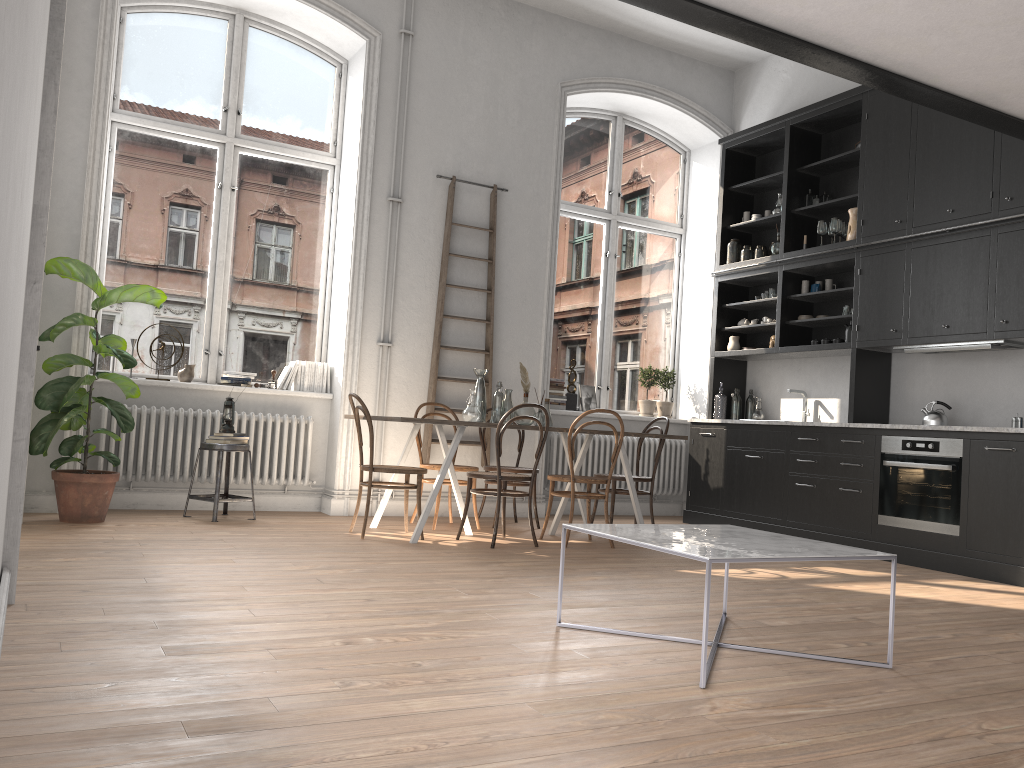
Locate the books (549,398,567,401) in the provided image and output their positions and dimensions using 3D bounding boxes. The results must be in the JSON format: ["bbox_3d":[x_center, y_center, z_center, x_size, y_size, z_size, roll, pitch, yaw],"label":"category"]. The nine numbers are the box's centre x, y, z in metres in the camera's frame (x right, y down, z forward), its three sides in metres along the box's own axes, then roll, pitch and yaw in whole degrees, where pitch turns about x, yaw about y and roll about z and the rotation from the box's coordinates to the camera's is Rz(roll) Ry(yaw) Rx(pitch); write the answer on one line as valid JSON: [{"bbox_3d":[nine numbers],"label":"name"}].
[{"bbox_3d":[0.347,0.138,8.172,0.255,0.014,0.192,5,-3,-25],"label":"books"}]

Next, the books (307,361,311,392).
[{"bbox_3d":[-1.652,-0.058,7.106,0.019,0.243,0.174,5,-3,-28],"label":"books"}]

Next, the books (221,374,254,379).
[{"bbox_3d":[-2.112,-0.056,6.827,0.205,0.020,0.155,6,-4,-38],"label":"books"}]

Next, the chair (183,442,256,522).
[{"bbox_3d":[-2.028,0.678,6.218,0.360,0.522,0.364,2,-3,35],"label":"chair"}]

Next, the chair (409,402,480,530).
[{"bbox_3d":[-0.491,0.598,6.616,0.438,0.920,0.549,5,-3,-30],"label":"chair"}]

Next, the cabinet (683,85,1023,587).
[{"bbox_3d":[2.690,-0.525,6.853,0.635,3.582,3.251,5,-3,-28],"label":"cabinet"}]

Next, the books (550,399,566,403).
[{"bbox_3d":[0.344,0.156,8.153,0.249,0.023,0.175,5,-3,-28],"label":"books"}]

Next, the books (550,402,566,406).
[{"bbox_3d":[0.342,0.179,8.152,0.250,0.023,0.175,5,-3,-33],"label":"books"}]

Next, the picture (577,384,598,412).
[{"bbox_3d":[0.697,0.144,8.410,0.222,0.264,0.149,6,-4,-45],"label":"picture"}]

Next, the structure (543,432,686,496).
[{"bbox_3d":[0.965,0.755,8.318,1.578,0.552,0.194,5,-3,-28],"label":"structure"}]

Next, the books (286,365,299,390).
[{"bbox_3d":[-1.757,-0.048,7.050,0.072,0.203,0.155,5,-3,-28],"label":"books"}]

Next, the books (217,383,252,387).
[{"bbox_3d":[-2.134,0.009,6.834,0.221,0.023,0.147,2,-3,21],"label":"books"}]

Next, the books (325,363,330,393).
[{"bbox_3d":[-1.508,-0.045,7.183,0.040,0.244,0.174,5,-3,-28],"label":"books"}]

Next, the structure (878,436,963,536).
[{"bbox_3d":[2.979,0.692,6.102,0.618,0.623,0.622,5,-3,-28],"label":"structure"}]

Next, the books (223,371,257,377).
[{"bbox_3d":[-2.103,-0.079,6.855,0.244,0.019,0.174,5,-3,-18],"label":"books"}]

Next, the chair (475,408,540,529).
[{"bbox_3d":[-0.025,0.645,6.957,0.438,0.920,0.549,5,-3,-21],"label":"chair"}]

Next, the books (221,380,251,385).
[{"bbox_3d":[-2.125,-0.013,6.835,0.205,0.022,0.155,4,-3,-8],"label":"books"}]

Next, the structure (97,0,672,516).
[{"bbox_3d":[-0.509,-1.142,7.457,5.183,4.472,0.340,5,-3,-28],"label":"structure"}]

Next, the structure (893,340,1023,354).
[{"bbox_3d":[3.158,-0.272,6.215,0.379,0.123,0.844,5,-3,-28],"label":"structure"}]

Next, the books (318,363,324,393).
[{"bbox_3d":[-1.568,-0.049,7.176,0.024,0.243,0.175,5,-3,-28],"label":"books"}]

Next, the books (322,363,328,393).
[{"bbox_3d":[-1.536,-0.047,7.170,0.024,0.243,0.175,5,-3,-28],"label":"books"}]

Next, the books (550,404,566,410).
[{"bbox_3d":[0.338,0.212,8.151,0.248,0.043,0.192,5,-3,-28],"label":"books"}]

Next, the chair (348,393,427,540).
[{"bbox_3d":[-0.828,0.536,5.833,0.549,0.920,0.438,5,-3,-20],"label":"chair"}]

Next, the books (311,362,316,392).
[{"bbox_3d":[-1.626,-0.054,7.145,0.024,0.243,0.175,5,-3,-28],"label":"books"}]

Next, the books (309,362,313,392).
[{"bbox_3d":[-1.643,-0.056,7.130,0.019,0.243,0.174,5,-3,-28],"label":"books"}]

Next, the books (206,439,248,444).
[{"bbox_3d":[-2.011,0.406,6.267,0.194,0.034,0.246,3,-3,12],"label":"books"}]

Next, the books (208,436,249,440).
[{"bbox_3d":[-2.001,0.381,6.276,0.162,0.029,0.232,2,-3,33],"label":"books"}]

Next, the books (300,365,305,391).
[{"bbox_3d":[-1.693,-0.043,7.085,0.020,0.205,0.155,5,-3,-28],"label":"books"}]

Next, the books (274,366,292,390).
[{"bbox_3d":[-1.815,-0.050,7.023,0.105,0.194,0.155,5,-3,-29],"label":"books"}]

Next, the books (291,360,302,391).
[{"bbox_3d":[-1.724,-0.063,7.092,0.024,0.243,0.175,5,-3,-28],"label":"books"}]

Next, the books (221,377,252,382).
[{"bbox_3d":[-2.121,-0.035,6.836,0.221,0.023,0.147,4,-3,-12],"label":"books"}]

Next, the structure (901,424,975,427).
[{"bbox_3d":[3.010,0.299,6.123,0.427,0.011,0.592,5,-3,-28],"label":"structure"}]

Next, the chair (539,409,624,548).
[{"bbox_3d":[0.480,0.628,6.031,0.438,0.920,0.549,4,-3,-17],"label":"chair"}]

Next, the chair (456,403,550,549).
[{"bbox_3d":[-0.051,0.582,5.786,0.438,0.920,0.549,5,-3,-33],"label":"chair"}]

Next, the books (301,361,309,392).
[{"bbox_3d":[-1.667,-0.060,7.087,0.024,0.243,0.175,5,-3,-28],"label":"books"}]

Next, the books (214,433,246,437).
[{"bbox_3d":[-1.998,0.359,6.279,0.147,0.027,0.221,3,-3,4],"label":"books"}]

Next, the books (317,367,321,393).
[{"bbox_3d":[-1.579,-0.032,7.146,0.020,0.205,0.155,5,-3,-28],"label":"books"}]

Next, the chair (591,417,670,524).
[{"bbox_3d":[0.893,0.691,6.734,0.549,0.920,0.438,4,-3,-16],"label":"chair"}]

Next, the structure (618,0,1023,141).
[{"bbox_3d":[2.337,-2.057,2.151,5.929,1.212,4.158,5,-3,-28],"label":"structure"}]

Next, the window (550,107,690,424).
[{"bbox_3d":[5.329,-4.948,14.504,14.389,15.929,26.400,5,-3,-28],"label":"window"}]

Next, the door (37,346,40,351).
[{"bbox_3d":[-2.117,-0.603,3.803,0.216,2.813,1.097,5,-3,-27],"label":"door"}]

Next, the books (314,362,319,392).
[{"bbox_3d":[-1.597,-0.053,7.135,0.019,0.243,0.174,5,-3,-28],"label":"books"}]

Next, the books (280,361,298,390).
[{"bbox_3d":[-1.778,-0.066,7.038,0.100,0.235,0.174,5,-3,-28],"label":"books"}]

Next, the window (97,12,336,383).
[{"bbox_3d":[-2.260,-1.453,6.978,1.623,2.842,0.013,5,-3,-28],"label":"window"}]
